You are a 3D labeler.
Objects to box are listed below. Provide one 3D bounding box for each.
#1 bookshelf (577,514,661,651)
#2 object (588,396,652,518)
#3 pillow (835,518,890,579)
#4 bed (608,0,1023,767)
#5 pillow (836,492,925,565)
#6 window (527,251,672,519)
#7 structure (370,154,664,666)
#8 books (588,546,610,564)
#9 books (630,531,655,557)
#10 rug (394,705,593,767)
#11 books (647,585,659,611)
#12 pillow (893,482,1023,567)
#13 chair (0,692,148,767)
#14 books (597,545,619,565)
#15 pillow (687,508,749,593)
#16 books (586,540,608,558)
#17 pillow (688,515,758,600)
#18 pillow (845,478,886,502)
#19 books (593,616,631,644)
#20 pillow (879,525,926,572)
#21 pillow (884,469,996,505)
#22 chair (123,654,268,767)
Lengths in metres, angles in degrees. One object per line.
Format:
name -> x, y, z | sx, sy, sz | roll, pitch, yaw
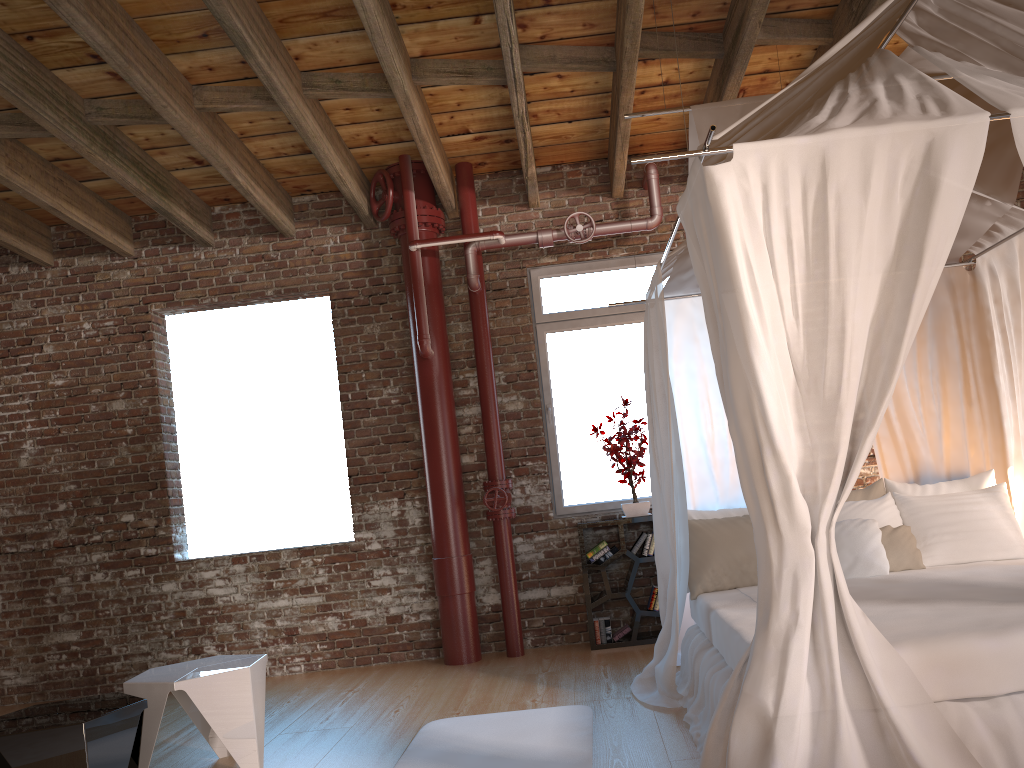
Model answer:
bookshelf -> 0.911, 1.322, 6.013 | 0.844, 0.843, 0.297 | -7, -2, 2
object -> 0.757, 0.494, 6.024 | 0.411, 0.838, 0.402 | -6, -3, -2
pillow -> 1.687, 0.837, 4.461 | 0.379, 0.290, 0.219 | -7, -4, 11
bed -> 1.579, -0.533, 3.825 | 2.464, 3.871, 2.713 | -7, -3, 3
pillow -> 1.774, 0.783, 4.633 | 0.604, 0.402, 0.354 | -6, -4, 0
window -> 0.829, -0.010, 6.296 | 1.327, 1.844, 0.170 | -6, -2, 1
structure -> 0.151, 0.081, 5.939 | 1.973, 3.455, 0.585 | -6, -2, 1
books -> 0.589, 1.148, 5.956 | 0.152, 0.109, 0.136 | -7, -5, 2
books -> 0.914, 1.077, 5.949 | 0.240, 0.165, 0.136 | -7, -4, 2
rug -> -0.081, 1.582, 3.751 | 0.848, 0.007, 1.462 | -7, -7, 4
books -> 1.006, 1.444, 5.937 | 0.200, 0.180, 0.136 | -7, -3, 2
pillow -> 2.364, 0.750, 4.624 | 0.620, 0.431, 0.298 | -7, -3, 3
chair -> -1.665, 1.467, 3.276 | 0.547, 0.488, 0.606 | -2, -6, -43
books -> 0.647, 1.154, 5.955 | 0.155, 0.113, 0.136 | -7, -5, 2
pillow -> 1.212, 0.873, 4.842 | 0.624, 0.491, 0.202 | -7, -2, 2
books -> 0.572, 1.115, 5.958 | 0.152, 0.109, 0.136 | -7, -5, 2
pillow -> 1.200, 0.886, 4.645 | 0.605, 0.413, 0.364 | -6, -4, -1
pillow -> 1.783, 0.791, 4.837 | 0.624, 0.493, 0.212 | -7, -2, 1
books -> 0.679, 1.652, 5.941 | 0.246, 0.159, 0.136 | -7, -4, 2
pillow -> 1.931, 0.837, 4.489 | 0.285, 0.233, 0.165 | -6, -3, 1
pillow -> 2.373, 0.728, 4.822 | 0.623, 0.497, 0.211 | -7, -2, 2
chair -> -1.382, 1.516, 3.951 | 0.629, 0.488, 0.527 | -3, -5, -34
